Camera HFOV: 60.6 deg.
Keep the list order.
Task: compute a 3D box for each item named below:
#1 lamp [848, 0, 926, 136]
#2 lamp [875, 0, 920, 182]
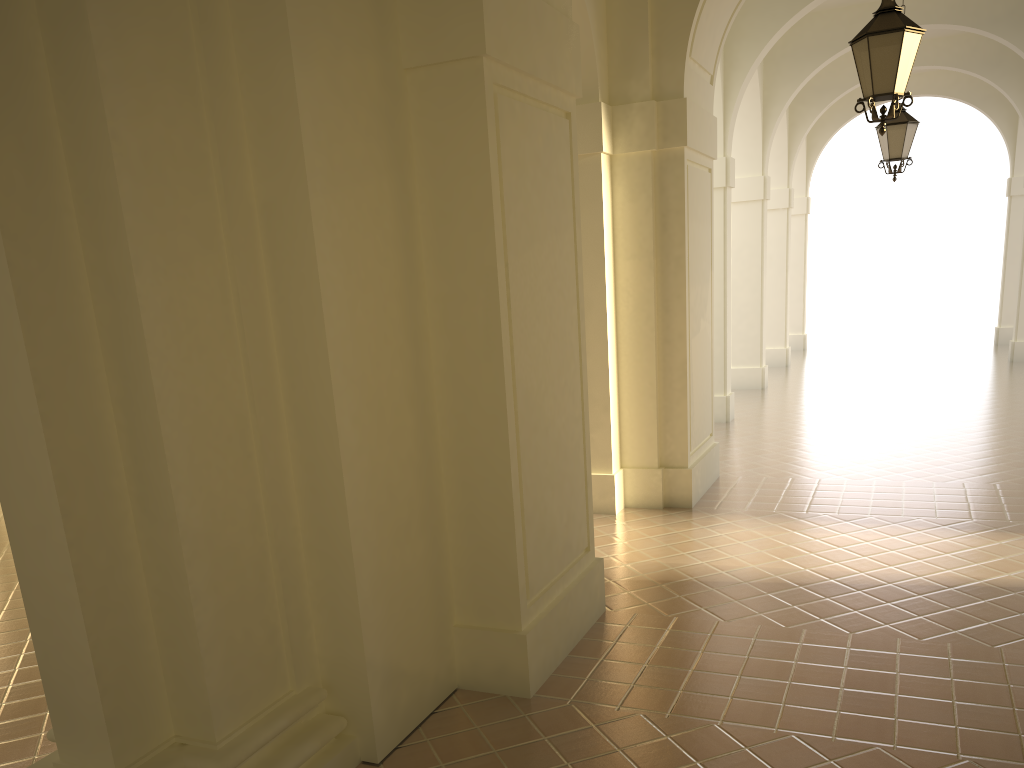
[{"bbox_3d":[2.587,-3.462,5.930,0.442,3.444,0.490,-5,15,-6],"label":"lamp"},{"bbox_3d":[4.605,-4.143,10.347,0.508,3.444,0.426,3,16,23],"label":"lamp"}]
